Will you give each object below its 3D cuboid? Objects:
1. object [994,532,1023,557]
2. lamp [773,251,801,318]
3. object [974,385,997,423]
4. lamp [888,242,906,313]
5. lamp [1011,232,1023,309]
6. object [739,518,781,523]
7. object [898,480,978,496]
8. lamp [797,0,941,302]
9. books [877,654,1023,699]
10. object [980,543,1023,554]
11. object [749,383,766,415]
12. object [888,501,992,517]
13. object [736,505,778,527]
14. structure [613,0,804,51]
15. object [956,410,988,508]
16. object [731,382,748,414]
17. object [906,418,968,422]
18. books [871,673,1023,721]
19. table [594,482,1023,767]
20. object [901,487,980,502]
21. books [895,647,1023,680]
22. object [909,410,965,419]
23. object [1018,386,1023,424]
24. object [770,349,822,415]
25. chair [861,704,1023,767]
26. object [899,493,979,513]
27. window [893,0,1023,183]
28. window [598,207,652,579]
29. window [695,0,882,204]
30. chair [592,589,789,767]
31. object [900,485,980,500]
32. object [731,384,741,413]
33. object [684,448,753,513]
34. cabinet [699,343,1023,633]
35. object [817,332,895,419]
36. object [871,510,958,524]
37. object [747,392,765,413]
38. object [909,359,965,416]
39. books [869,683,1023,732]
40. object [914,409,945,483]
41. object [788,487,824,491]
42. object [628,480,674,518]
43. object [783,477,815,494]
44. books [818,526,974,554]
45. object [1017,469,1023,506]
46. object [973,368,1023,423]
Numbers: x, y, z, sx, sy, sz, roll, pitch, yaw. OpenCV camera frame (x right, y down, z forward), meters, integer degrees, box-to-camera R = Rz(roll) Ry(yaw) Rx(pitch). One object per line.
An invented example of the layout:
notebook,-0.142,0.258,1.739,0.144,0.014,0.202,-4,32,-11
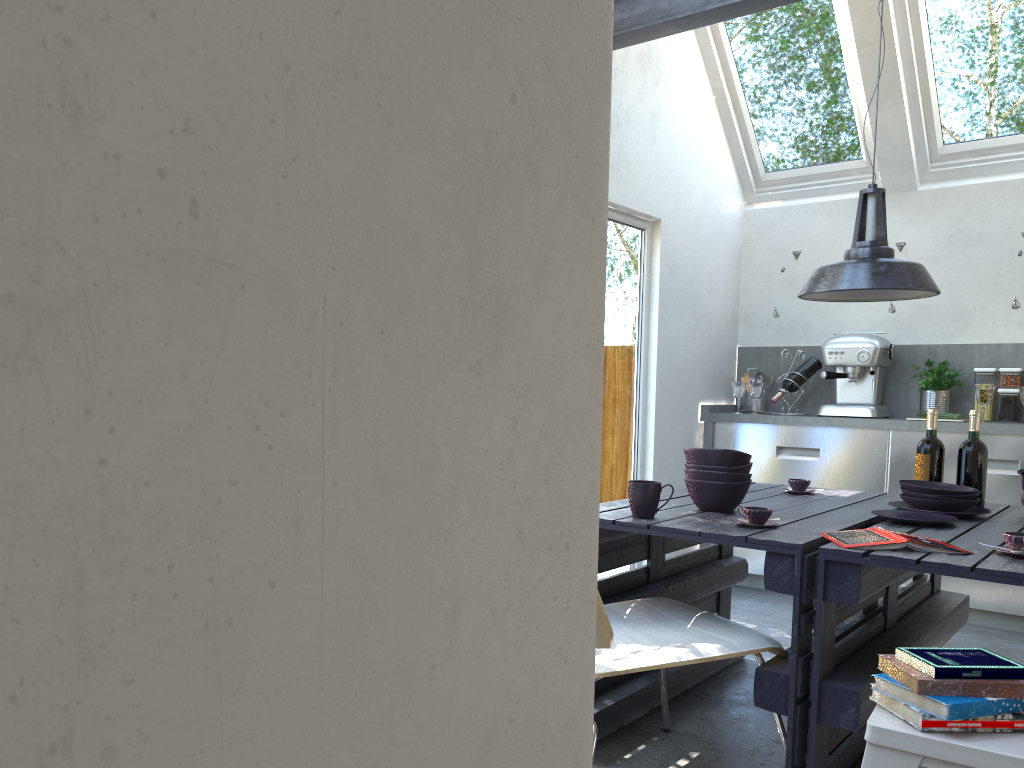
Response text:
object,1.274,0.400,2.183,0.109,0.057,0.123,0,1,-44
lamp,1.689,-0.619,5.383,0.063,0.440,0.312,5,5,38
object,2.408,0.104,4.463,0.098,0.193,0.098,1,4,-3
lamp,2.196,-0.611,4.981,0.062,0.438,0.321,4,4,27
lamp,2.671,-0.602,4.595,0.063,0.440,0.312,5,5,38
object,0.736,0.407,2.609,0.128,0.013,0.028,1,1,-12
object,1.415,0.360,2.913,0.242,0.058,0.215,1,0,38
lamp,1.217,-0.847,2.927,0.456,1.104,0.403,5,5,38
books,0.962,0.630,1.890,0.255,0.032,0.173,1,0,1
object,1.232,0.416,2.198,0.026,0.013,0.138,1,0,-27
object,1.480,0.088,5.297,0.093,0.193,0.103,-1,4,-29
object,1.420,0.421,2.915,0.285,0.024,0.305,1,0,-20
object,0.721,0.390,2.571,0.122,0.057,0.110,2,1,26
structure,0.328,-1.483,3.599,2.671,0.210,0.128,1,2,39
object,1.629,0.264,3.095,0.088,0.347,0.093,0,5,-19
object,1.375,0.086,5.298,0.104,0.193,0.092,4,4,32
object,2.265,0.190,4.659,0.277,0.012,0.170,1,0,36
books,0.966,0.663,1.890,0.274,0.034,0.204,1,0,-20
table,1.198,0.825,2.855,1.696,0.801,1.414,2,1,38
object,1.421,0.385,2.910,0.242,0.063,0.215,1,0,43
books,0.967,0.602,1.886,0.203,0.025,0.144,1,0,-4
object,2.248,0.166,4.670,0.134,0.054,0.291,1,0,-37
object,2.630,0.108,4.455,0.103,0.193,0.093,3,4,27
object,1.674,-0.012,5.294,0.318,0.396,0.242,0,4,-22
chair,0.957,0.971,1.899,0.444,0.507,0.411,3,3,33
object,1.419,0.400,2.912,0.225,0.047,0.233,1,0,-11
window,2.340,-1.843,4.263,0.880,1.398,1.387,4,4,38
window,0.453,0.154,4.622,0.062,2.142,0.924,5,6,38
window,1.528,-1.850,4.924,0.880,1.405,1.394,4,4,38
chair,0.356,0.796,2.596,0.743,0.824,0.719,0,3,-21
object,1.422,0.372,2.913,0.243,0.063,0.214,1,0,43
object,1.408,0.087,5.432,0.100,0.193,0.096,2,4,9
object,0.681,0.315,2.898,0.205,0.215,0.201,3,3,39
cabinet,2.492,0.514,4.668,3.019,1.486,0.533,2,3,39
object,1.984,-0.056,5.051,0.379,0.503,0.402,4,4,38
object,1.249,0.417,2.722,0.248,0.019,0.220,1,0,43
object,1.553,0.119,5.567,0.105,0.133,0.108,1,3,-10
object,2.358,0.030,4.880,0.244,0.344,0.252,1,3,-9
books,0.965,0.698,1.892,0.283,0.035,0.198,1,0,-4
object,1.517,0.262,3.174,0.089,0.347,0.093,1,5,-14
object,1.161,0.419,3.462,0.136,0.013,0.026,1,1,17
object,0.422,0.358,2.704,0.136,0.110,0.095,2,3,30
object,1.128,0.401,3.439,0.122,0.057,0.110,2,1,26
books,1.008,0.409,2.319,0.310,0.030,0.218,1,0,7
object,1.801,0.329,2.872,0.224,0.234,0.205,3,3,40
object,2.685,0.063,4.710,0.361,0.296,0.099,3,4,39
